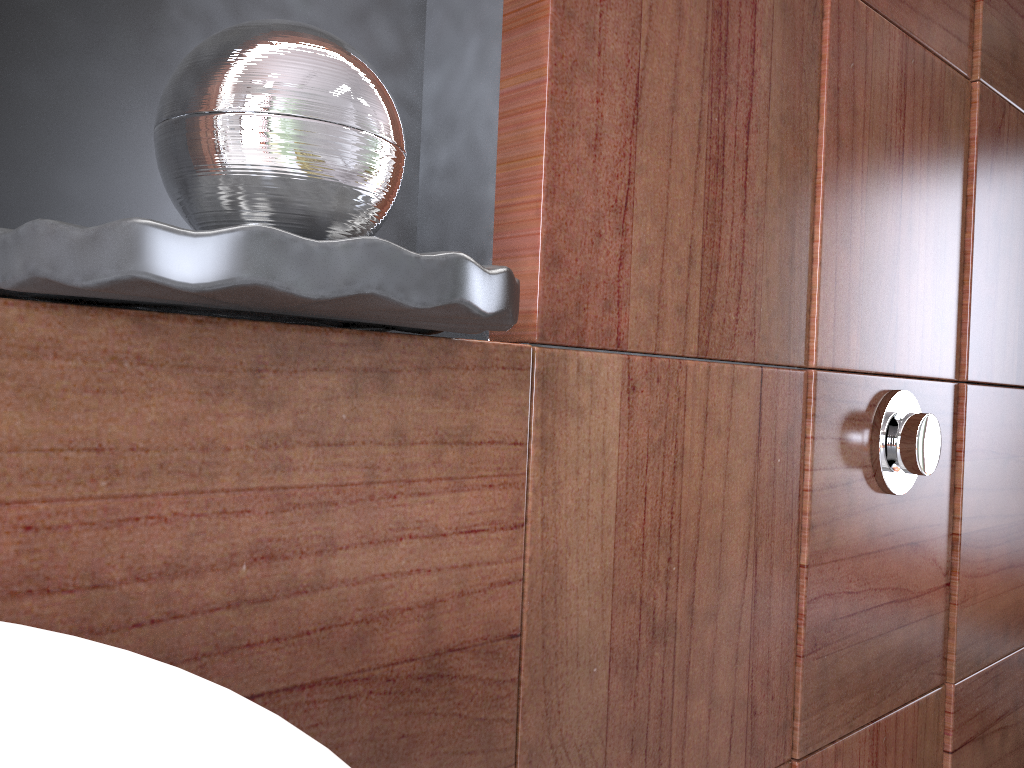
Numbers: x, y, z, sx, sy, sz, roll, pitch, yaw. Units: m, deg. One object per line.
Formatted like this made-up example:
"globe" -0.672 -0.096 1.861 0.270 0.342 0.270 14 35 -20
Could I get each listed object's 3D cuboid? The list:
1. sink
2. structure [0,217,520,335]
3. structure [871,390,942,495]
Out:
"sink" -0.195 0.112 0.021 0.415 0.715 0.417 3 0 -44
"structure" -0.107 -0.041 0.388 0.222 0.023 0.220 2 0 36
"structure" 0.367 0.054 0.813 0.098 0.098 0.034 3 0 -44
